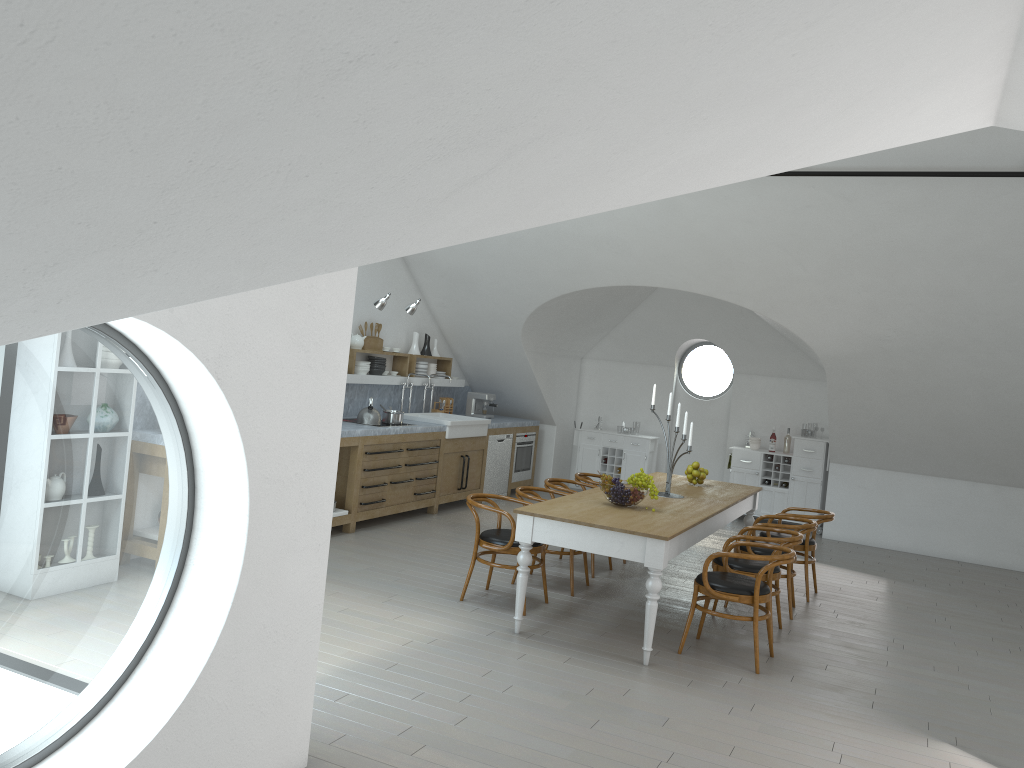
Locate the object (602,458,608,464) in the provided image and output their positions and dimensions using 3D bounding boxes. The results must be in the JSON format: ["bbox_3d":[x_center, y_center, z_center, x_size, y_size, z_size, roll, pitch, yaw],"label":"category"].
[{"bbox_3d":[1.285,1.039,11.990,0.082,0.085,0.317,6,1,26],"label":"object"}]

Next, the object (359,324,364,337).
[{"bbox_3d":[-1.605,-0.513,9.593,0.016,0.259,0.199,6,0,35],"label":"object"}]

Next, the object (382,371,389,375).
[{"bbox_3d":[-1.436,-0.123,9.987,0.098,0.048,0.098,6,1,23],"label":"object"}]

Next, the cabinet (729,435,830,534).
[{"bbox_3d":[3.393,1.213,11.315,1.244,1.154,0.609,6,0,25],"label":"cabinet"}]

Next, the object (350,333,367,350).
[{"bbox_3d":[-1.661,-0.457,9.446,0.174,0.169,0.168,6,1,9],"label":"object"}]

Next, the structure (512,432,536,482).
[{"bbox_3d":[-0.105,0.922,11.742,0.631,0.636,0.631,6,1,25],"label":"structure"}]

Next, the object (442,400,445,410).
[{"bbox_3d":[-0.856,0.294,11.065,0.040,0.192,0.042,6,0,-28],"label":"object"}]

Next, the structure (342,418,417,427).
[{"bbox_3d":[-1.427,0.411,9.084,0.648,0.041,0.736,7,2,25],"label":"structure"}]

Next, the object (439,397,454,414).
[{"bbox_3d":[-0.837,0.284,11.248,0.104,0.223,0.200,6,1,25],"label":"object"}]

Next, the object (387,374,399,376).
[{"bbox_3d":[-1.357,-0.096,10.161,0.164,0.012,0.163,7,2,42],"label":"object"}]

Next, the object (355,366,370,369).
[{"bbox_3d":[-1.621,-0.157,9.529,0.181,0.065,0.181,5,2,-28],"label":"object"}]

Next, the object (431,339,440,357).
[{"bbox_3d":[-0.950,-0.450,10.963,0.156,0.218,0.156,6,0,6],"label":"object"}]

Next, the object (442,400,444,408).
[{"bbox_3d":[-0.873,0.295,11.072,0.023,0.196,0.018,6,0,20],"label":"object"}]

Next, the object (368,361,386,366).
[{"bbox_3d":[-1.495,-0.209,9.788,0.206,0.072,0.205,6,1,12],"label":"object"}]

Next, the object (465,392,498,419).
[{"bbox_3d":[-0.354,0.283,11.529,0.387,0.320,0.324,6,1,25],"label":"object"}]

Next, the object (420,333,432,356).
[{"bbox_3d":[-1.033,-0.478,10.755,0.156,0.268,0.156,6,0,29],"label":"object"}]

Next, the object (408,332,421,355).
[{"bbox_3d":[-1.147,-0.483,10.519,0.156,0.268,0.156,6,0,14],"label":"object"}]

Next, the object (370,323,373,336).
[{"bbox_3d":[-1.540,-0.527,9.735,0.040,0.299,0.061,6,0,23],"label":"object"}]

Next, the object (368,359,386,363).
[{"bbox_3d":[-1.494,-0.235,9.793,0.205,0.084,0.206,5,2,-37],"label":"object"}]

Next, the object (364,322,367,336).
[{"bbox_3d":[-1.590,-0.530,9.627,0.028,0.299,0.055,6,0,25],"label":"object"}]

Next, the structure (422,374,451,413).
[{"bbox_3d":[-0.894,0.151,10.599,0.333,0.530,0.214,6,0,6],"label":"structure"}]

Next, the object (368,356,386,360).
[{"bbox_3d":[-1.494,-0.263,9.792,0.206,0.080,0.205,7,1,27],"label":"object"}]

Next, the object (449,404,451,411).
[{"bbox_3d":[-0.791,0.298,11.279,0.018,0.196,0.020,6,0,-43],"label":"object"}]

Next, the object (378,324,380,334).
[{"bbox_3d":[-1.483,-0.524,9.858,0.030,0.294,0.057,6,0,25],"label":"object"}]

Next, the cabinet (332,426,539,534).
[{"bbox_3d":[-1.450,0.963,9.266,1.005,1.022,6.422,6,1,25],"label":"cabinet"}]

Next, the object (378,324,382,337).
[{"bbox_3d":[-1.483,-0.523,9.817,0.039,0.298,0.067,6,0,25],"label":"object"}]

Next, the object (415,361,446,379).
[{"bbox_3d":[-1.016,-0.172,10.823,0.198,0.196,0.656,6,1,24],"label":"object"}]

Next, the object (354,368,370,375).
[{"bbox_3d":[-1.623,-0.135,9.530,0.181,0.064,0.181,5,2,-42],"label":"object"}]

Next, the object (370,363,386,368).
[{"bbox_3d":[-1.492,-0.187,9.786,0.205,0.086,0.205,5,1,-22],"label":"object"}]

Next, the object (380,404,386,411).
[{"bbox_3d":[-1.292,0.308,9.253,0.236,0.167,0.051,6,0,20],"label":"object"}]

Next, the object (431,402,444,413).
[{"bbox_3d":[-0.923,0.306,11.042,0.100,0.171,0.172,6,1,27],"label":"object"}]

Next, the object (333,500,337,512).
[{"bbox_3d":[-1.711,1.090,8.029,0.261,0.113,0.153,6,1,24],"label":"object"}]

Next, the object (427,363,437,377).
[{"bbox_3d":[-0.993,-0.172,10.814,0.157,0.160,0.154,5,1,-37],"label":"object"}]

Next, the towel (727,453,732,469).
[{"bbox_3d":[2.870,1.011,11.626,0.049,0.204,0.150,6,0,26],"label":"towel"}]

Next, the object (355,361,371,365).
[{"bbox_3d":[-1.614,-0.209,9.533,0.180,0.076,0.181,5,1,-27],"label":"object"}]

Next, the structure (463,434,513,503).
[{"bbox_3d":[-0.436,1.003,11.059,0.599,0.823,0.723,6,1,25],"label":"structure"}]

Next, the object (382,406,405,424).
[{"bbox_3d":[-1.231,0.338,9.311,0.232,0.170,0.394,6,1,5],"label":"object"}]

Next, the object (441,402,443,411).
[{"bbox_3d":[-0.879,0.305,11.047,0.019,0.178,0.044,6,0,-10],"label":"object"}]

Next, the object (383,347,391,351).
[{"bbox_3d":[-1.415,-0.390,9.973,0.098,0.048,0.098,6,1,23],"label":"object"}]

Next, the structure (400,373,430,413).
[{"bbox_3d":[-1.100,0.142,10.157,0.333,0.530,0.214,6,0,6],"label":"structure"}]

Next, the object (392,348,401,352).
[{"bbox_3d":[-1.324,-0.386,10.168,0.098,0.048,0.098,6,1,23],"label":"object"}]

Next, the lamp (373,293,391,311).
[{"bbox_3d":[-1.250,-0.789,8.461,0.165,0.178,0.115,6,1,43],"label":"lamp"}]

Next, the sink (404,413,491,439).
[{"bbox_3d":[-0.790,0.475,10.225,0.728,0.202,1.020,6,2,25],"label":"sink"}]

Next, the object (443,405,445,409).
[{"bbox_3d":[-0.859,0.306,11.079,0.044,0.178,0.019,6,0,10],"label":"object"}]

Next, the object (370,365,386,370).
[{"bbox_3d":[-1.501,-0.160,9.786,0.205,0.086,0.205,5,1,-27],"label":"object"}]

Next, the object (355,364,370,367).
[{"bbox_3d":[-1.618,-0.181,9.532,0.181,0.069,0.181,7,2,42],"label":"object"}]

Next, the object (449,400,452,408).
[{"bbox_3d":[-0.788,0.296,11.263,0.040,0.192,0.042,6,0,-15],"label":"object"}]

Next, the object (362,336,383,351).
[{"bbox_3d":[-1.539,-0.447,9.730,0.084,0.157,0.353,6,1,25],"label":"object"}]

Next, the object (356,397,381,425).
[{"bbox_3d":[-1.422,0.265,8.874,0.246,0.268,0.246,6,1,35],"label":"object"}]

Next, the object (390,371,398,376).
[{"bbox_3d":[-1.355,-0.119,10.161,0.098,0.048,0.098,6,1,23],"label":"object"}]

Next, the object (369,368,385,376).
[{"bbox_3d":[-1.504,-0.134,9.786,0.206,0.072,0.205,6,1,12],"label":"object"}]

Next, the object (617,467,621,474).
[{"bbox_3d":[1.470,1.162,11.939,0.082,0.083,0.316,6,1,25],"label":"object"}]

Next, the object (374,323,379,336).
[{"bbox_3d":[-1.508,-0.524,9.758,0.019,0.299,0.057,6,0,25],"label":"object"}]

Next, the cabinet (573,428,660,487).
[{"bbox_3d":[1.388,1.056,12.045,1.136,0.789,0.496,6,0,25],"label":"cabinet"}]

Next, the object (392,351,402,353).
[{"bbox_3d":[-1.327,-0.362,10.168,0.164,0.012,0.163,7,2,42],"label":"object"}]

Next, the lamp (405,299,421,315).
[{"bbox_3d":[-1.002,-0.782,8.983,0.169,0.176,0.112,6,0,17],"label":"lamp"}]

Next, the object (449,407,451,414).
[{"bbox_3d":[-0.790,0.298,11.290,0.019,0.196,0.022,6,0,26],"label":"object"}]
